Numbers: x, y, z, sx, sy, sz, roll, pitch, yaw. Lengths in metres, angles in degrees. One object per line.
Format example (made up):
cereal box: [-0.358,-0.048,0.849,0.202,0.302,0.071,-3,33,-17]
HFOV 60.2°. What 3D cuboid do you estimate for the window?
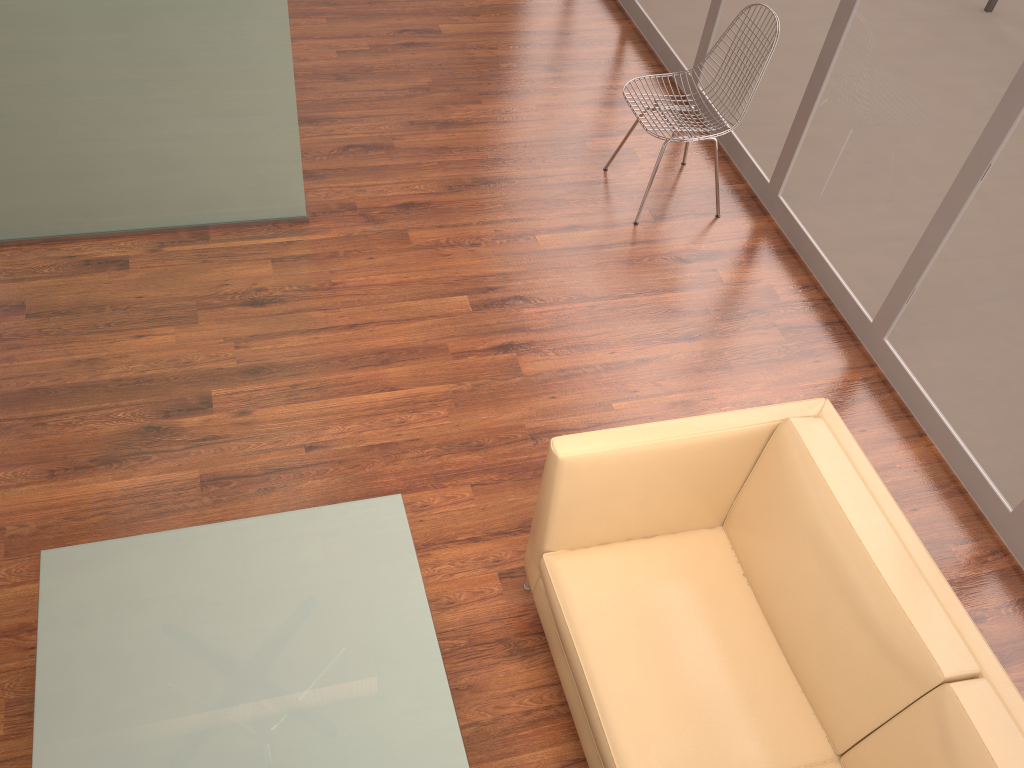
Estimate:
window: [1.460,-2.021,3.170,0.062,3.439,8.207,-9,52,-15]

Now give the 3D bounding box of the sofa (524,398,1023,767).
sofa: [0.706,0.983,2.253,0.874,0.879,1.727,-9,52,-15]

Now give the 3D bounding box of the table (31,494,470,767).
table: [-0.537,1.232,2.057,0.934,0.588,1.793,-9,52,-15]

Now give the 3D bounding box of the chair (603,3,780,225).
chair: [0.825,-1.285,4.132,0.558,0.944,0.521,-8,51,-15]
